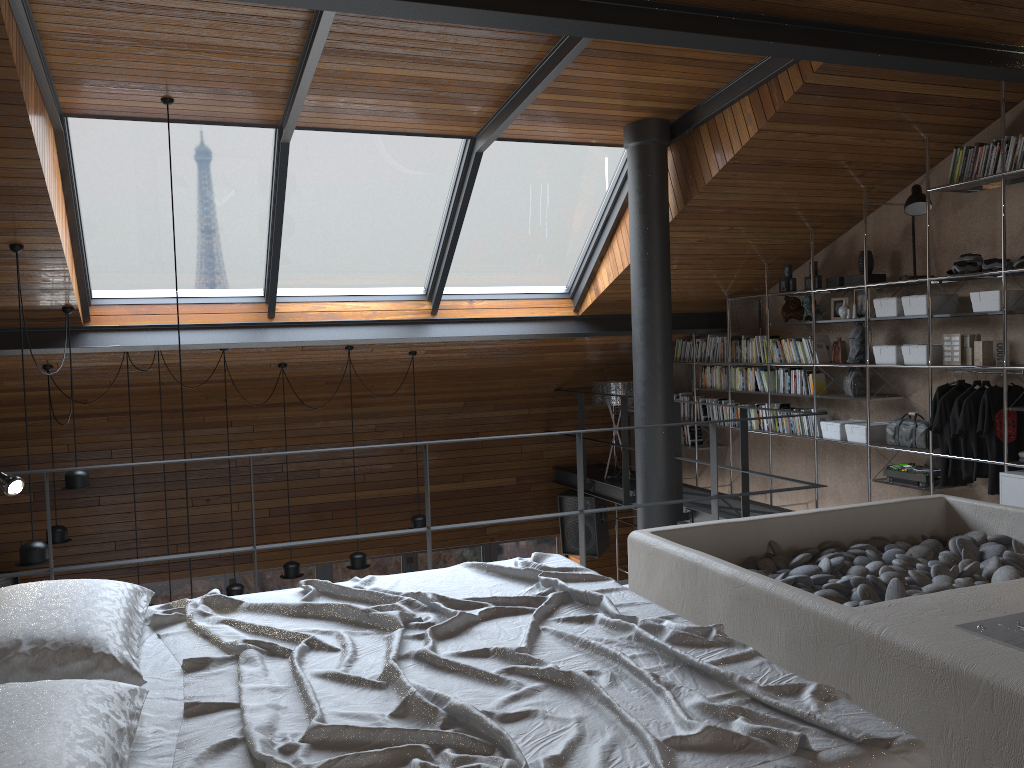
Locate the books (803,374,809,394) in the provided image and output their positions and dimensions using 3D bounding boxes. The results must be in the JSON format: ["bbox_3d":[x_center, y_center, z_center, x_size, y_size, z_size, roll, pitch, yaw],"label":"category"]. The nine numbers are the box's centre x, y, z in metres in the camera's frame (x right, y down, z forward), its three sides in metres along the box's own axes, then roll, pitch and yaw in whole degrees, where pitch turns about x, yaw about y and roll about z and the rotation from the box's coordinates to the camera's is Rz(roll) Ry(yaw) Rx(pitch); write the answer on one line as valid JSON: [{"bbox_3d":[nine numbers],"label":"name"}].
[{"bbox_3d":[2.416,-0.003,7.137,0.148,0.167,0.053,-3,3,-21],"label":"books"}]

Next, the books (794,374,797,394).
[{"bbox_3d":[2.371,-0.006,7.256,0.143,0.161,0.019,-3,3,-21],"label":"books"}]

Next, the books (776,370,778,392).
[{"bbox_3d":[2.287,-0.027,7.473,0.148,0.190,0.013,-3,3,-21],"label":"books"}]

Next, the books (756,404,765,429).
[{"bbox_3d":[2.206,0.283,7.723,0.155,0.215,0.055,-3,3,-21],"label":"books"}]

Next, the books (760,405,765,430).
[{"bbox_3d":[2.215,0.288,7.675,0.133,0.218,0.051,-3,3,-21],"label":"books"}]

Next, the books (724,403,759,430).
[{"bbox_3d":[2.092,0.284,7.943,0.139,0.211,0.467,-3,3,-21],"label":"books"}]

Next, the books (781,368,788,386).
[{"bbox_3d":[2.339,-0.034,7.436,0.192,0.204,0.012,-3,3,-21],"label":"books"}]

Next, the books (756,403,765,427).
[{"bbox_3d":[2.191,0.280,7.738,0.118,0.220,0.054,-3,3,-21],"label":"books"}]

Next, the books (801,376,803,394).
[{"bbox_3d":[2.401,0.006,7.186,0.128,0.143,0.009,-3,3,-21],"label":"books"}]

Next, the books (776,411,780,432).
[{"bbox_3d":[2.291,0.309,7.470,0.131,0.180,0.042,-3,3,-21],"label":"books"}]

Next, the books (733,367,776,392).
[{"bbox_3d":[2.144,-0.042,7.767,0.139,0.208,0.494,-3,3,-21],"label":"books"}]

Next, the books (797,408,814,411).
[{"bbox_3d":[2.432,0.302,7.245,0.207,0.206,0.053,-3,3,-21],"label":"books"}]

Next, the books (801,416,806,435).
[{"bbox_3d":[2.427,0.314,7.201,0.169,0.188,0.058,-3,3,-21],"label":"books"}]

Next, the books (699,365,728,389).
[{"bbox_3d":[1.914,-0.068,8.377,0.130,0.216,0.311,-3,3,-21],"label":"books"}]

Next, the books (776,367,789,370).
[{"bbox_3d":[2.318,-0.038,7.497,0.207,0.207,0.010,-3,3,-21],"label":"books"}]

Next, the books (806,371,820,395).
[{"bbox_3d":[2.421,-0.012,7.094,0.129,0.186,0.050,-3,3,-21],"label":"books"}]

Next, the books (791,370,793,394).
[{"bbox_3d":[2.358,-0.021,7.280,0.148,0.190,0.013,-3,3,-21],"label":"books"}]

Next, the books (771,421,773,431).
[{"bbox_3d":[2.264,0.297,7.544,0.139,0.201,0.057,-3,3,-21],"label":"books"}]

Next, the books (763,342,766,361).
[{"bbox_3d":[2.216,-0.273,7.594,0.131,0.180,0.042,-3,3,-22],"label":"books"}]

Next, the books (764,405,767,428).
[{"bbox_3d":[2.235,0.288,7.623,0.137,0.216,0.049,-3,3,-21],"label":"books"}]

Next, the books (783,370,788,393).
[{"bbox_3d":[2.332,-0.024,7.389,0.160,0.187,0.021,-3,3,-21],"label":"books"}]

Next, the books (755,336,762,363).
[{"bbox_3d":[2.177,-0.300,7.647,0.148,0.233,0.053,-3,3,-21],"label":"books"}]

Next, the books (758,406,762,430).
[{"bbox_3d":[2.205,0.291,7.703,0.123,0.203,0.054,-3,3,-21],"label":"books"}]

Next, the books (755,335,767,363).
[{"bbox_3d":[2.182,-0.303,7.681,0.143,0.236,0.062,-3,3,-21],"label":"books"}]

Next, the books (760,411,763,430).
[{"bbox_3d":[2.213,0.298,7.687,0.126,0.197,0.047,-3,3,-21],"label":"books"}]

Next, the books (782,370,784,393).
[{"bbox_3d":[2.322,-0.026,7.416,0.148,0.190,0.013,-3,3,-21],"label":"books"}]

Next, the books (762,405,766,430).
[{"bbox_3d":[2.231,0.288,7.667,0.137,0.216,0.049,-3,3,-21],"label":"books"}]

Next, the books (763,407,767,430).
[{"bbox_3d":[2.231,0.293,7.635,0.131,0.205,0.051,-3,3,-21],"label":"books"}]

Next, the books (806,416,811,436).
[{"bbox_3d":[2.447,0.316,7.137,0.160,0.187,0.060,-3,3,-21],"label":"books"}]

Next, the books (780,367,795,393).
[{"bbox_3d":[2.330,-0.036,7.445,0.191,0.207,0.012,-3,3,-21],"label":"books"}]

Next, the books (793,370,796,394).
[{"bbox_3d":[2.367,-0.021,7.270,0.148,0.190,0.013,-3,3,-21],"label":"books"}]

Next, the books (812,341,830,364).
[{"bbox_3d":[2.439,-0.251,7.000,0.117,0.176,0.074,-3,3,-21],"label":"books"}]

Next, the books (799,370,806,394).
[{"bbox_3d":[2.397,-0.019,7.210,0.148,0.190,0.013,-3,3,-21],"label":"books"}]

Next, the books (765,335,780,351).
[{"bbox_3d":[2.237,-0.299,7.580,0.148,0.233,0.053,-3,3,-21],"label":"books"}]

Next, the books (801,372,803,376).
[{"bbox_3d":[2.412,-0.010,7.202,0.136,0.173,0.014,-3,3,-21],"label":"books"}]

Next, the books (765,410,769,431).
[{"bbox_3d":[2.239,0.300,7.607,0.138,0.191,0.049,-3,3,-21],"label":"books"}]

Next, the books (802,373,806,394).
[{"bbox_3d":[2.403,-0.003,7.147,0.130,0.167,0.046,-3,3,-21],"label":"books"}]

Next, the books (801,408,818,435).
[{"bbox_3d":[2.444,0.304,7.193,0.191,0.205,0.055,-3,3,-21],"label":"books"}]

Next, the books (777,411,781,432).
[{"bbox_3d":[2.304,0.299,7.461,0.137,0.201,0.047,-3,3,-21],"label":"books"}]

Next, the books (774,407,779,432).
[{"bbox_3d":[2.289,0.296,7.498,0.149,0.205,0.049,-3,3,-22],"label":"books"}]

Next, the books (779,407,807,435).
[{"bbox_3d":[2.348,0.304,7.342,0.136,0.210,0.273,-3,3,-21],"label":"books"}]

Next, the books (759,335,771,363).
[{"bbox_3d":[2.195,-0.299,7.602,0.148,0.233,0.053,-3,3,-21],"label":"books"}]

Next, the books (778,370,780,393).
[{"bbox_3d":[2.313,-0.027,7.453,0.169,0.189,0.018,-3,3,-21],"label":"books"}]

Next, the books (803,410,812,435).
[{"bbox_3d":[2.453,0.306,7.184,0.192,0.202,0.055,-3,3,-21],"label":"books"}]

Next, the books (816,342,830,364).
[{"bbox_3d":[2.438,-0.248,6.988,0.112,0.169,0.068,-3,3,-21],"label":"books"}]

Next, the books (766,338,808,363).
[{"bbox_3d":[2.306,-0.274,7.319,0.139,0.206,0.497,-3,3,-21],"label":"books"}]

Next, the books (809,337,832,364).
[{"bbox_3d":[2.449,-0.271,7.026,0.161,0.215,0.092,-3,3,-21],"label":"books"}]

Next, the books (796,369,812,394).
[{"bbox_3d":[2.389,-0.022,7.241,0.146,0.195,0.023,-3,3,-21],"label":"books"}]

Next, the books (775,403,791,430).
[{"bbox_3d":[2.300,0.282,7.491,0.148,0.233,0.053,-3,3,-21],"label":"books"}]

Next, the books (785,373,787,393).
[{"bbox_3d":[2.325,-0.011,7.360,0.130,0.169,0.010,-3,3,-21],"label":"books"}]

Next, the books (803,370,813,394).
[{"bbox_3d":[2.408,-0.017,7.177,0.129,0.188,0.010,-3,3,-21],"label":"books"}]

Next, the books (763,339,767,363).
[{"bbox_3d":[2.226,-0.285,7.587,0.149,0.205,0.049,-3,3,-22],"label":"books"}]

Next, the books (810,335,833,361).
[{"bbox_3d":[2.463,-0.284,7.024,0.177,0.209,0.082,-3,3,-21],"label":"books"}]

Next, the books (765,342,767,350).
[{"bbox_3d":[2.228,-0.272,7.559,0.131,0.180,0.042,-3,3,-21],"label":"books"}]

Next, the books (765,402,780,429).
[{"bbox_3d":[2.246,0.278,7.592,0.143,0.236,0.062,-3,3,-21],"label":"books"}]

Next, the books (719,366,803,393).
[{"bbox_3d":[2.155,-0.048,7.795,0.138,0.212,1.040,-3,3,-21],"label":"books"}]

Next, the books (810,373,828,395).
[{"bbox_3d":[2.444,0.000,7.068,0.129,0.165,0.056,-3,3,-21],"label":"books"}]

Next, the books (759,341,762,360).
[{"bbox_3d":[2.200,-0.284,7.633,0.139,0.201,0.057,-3,3,-21],"label":"books"}]

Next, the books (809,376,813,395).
[{"bbox_3d":[2.436,0.008,7.081,0.131,0.147,0.045,-3,3,-21],"label":"books"}]

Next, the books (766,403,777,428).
[{"bbox_3d":[2.240,0.281,7.558,0.148,0.233,0.053,-3,3,-21],"label":"books"}]
